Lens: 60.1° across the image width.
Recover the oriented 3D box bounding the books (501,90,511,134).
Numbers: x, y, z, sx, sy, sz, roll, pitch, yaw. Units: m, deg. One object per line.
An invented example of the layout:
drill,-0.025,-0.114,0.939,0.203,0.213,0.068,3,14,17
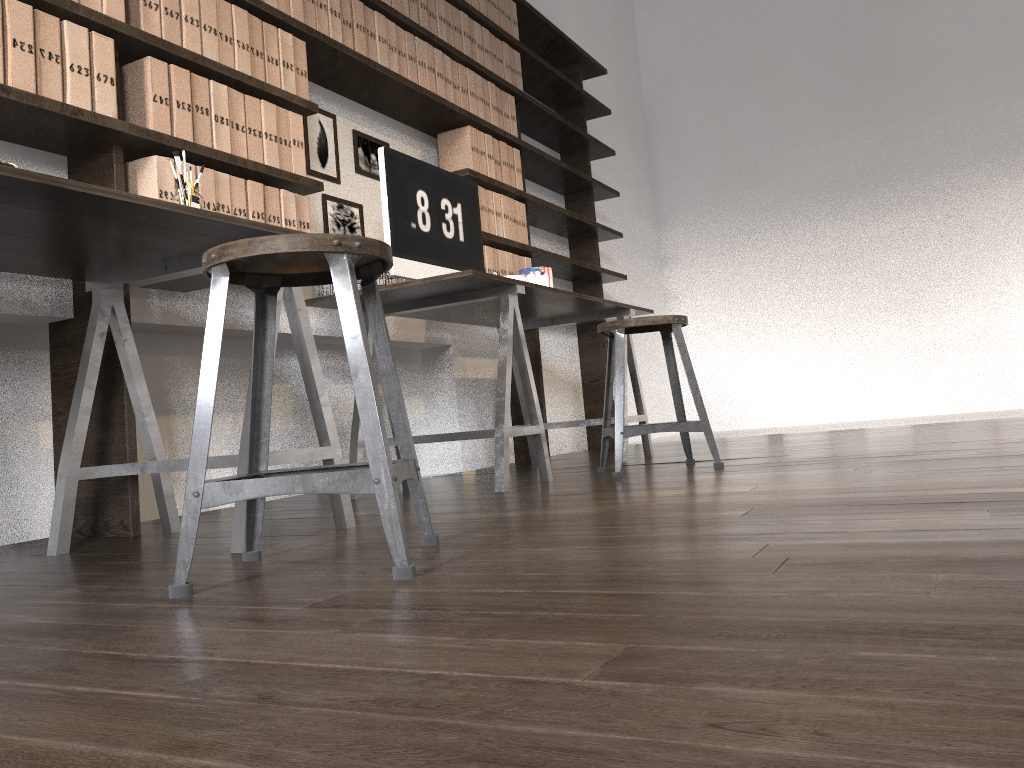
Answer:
books,-0.105,-1.335,4.429,0.174,0.227,0.066,-7,-6,27

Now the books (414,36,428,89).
books,-0.454,-1.333,3.756,0.174,0.226,0.066,-7,-6,27

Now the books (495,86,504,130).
books,-0.138,-1.334,4.366,0.174,0.227,0.066,-7,-6,27

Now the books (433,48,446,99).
books,-0.387,-1.334,3.875,0.174,0.227,0.066,-7,-6,27

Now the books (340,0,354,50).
books,-0.687,-1.331,3.313,0.174,0.227,0.066,-7,-6,27

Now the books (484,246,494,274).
books,-0.171,-0.508,4.073,0.174,0.227,0.067,-7,-6,27

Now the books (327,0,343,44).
books,-0.716,-1.332,3.248,0.174,0.227,0.066,-7,-6,27

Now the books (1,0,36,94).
books,-1.228,-0.784,2.120,0.174,0.227,0.067,-7,-6,27

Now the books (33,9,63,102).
books,-1.199,-0.783,2.189,0.174,0.226,0.066,-7,-6,27

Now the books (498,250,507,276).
books,-0.114,-0.508,4.189,0.174,0.226,0.066,-7,-6,27

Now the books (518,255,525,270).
books,-0.022,-0.508,4.374,0.174,0.227,0.066,-7,-6,27

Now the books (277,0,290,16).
books,-0.846,-1.331,3.005,0.174,0.226,0.066,-7,-6,27

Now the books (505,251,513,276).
books,-0.082,-0.508,4.247,0.174,0.227,0.067,-7,-6,27

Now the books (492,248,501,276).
books,-0.144,-0.508,4.134,0.174,0.226,0.066,-7,-6,27

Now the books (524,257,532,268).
books,0.014,-0.509,4.428,0.174,0.227,0.067,-7,-6,27

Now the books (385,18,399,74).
books,-0.552,-1.332,3.566,0.174,0.227,0.066,-7,-6,27

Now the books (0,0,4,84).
books,-1.267,-0.783,2.057,0.174,0.227,0.066,-7,-6,27

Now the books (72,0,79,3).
books,-1.195,-1.046,2.261,0.174,0.227,0.066,-7,-6,27

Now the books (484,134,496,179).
books,-0.176,-1.058,4.211,0.174,0.227,0.066,-7,-6,27

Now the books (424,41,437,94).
books,-0.420,-1.333,3.811,0.174,0.227,0.067,-7,-6,27

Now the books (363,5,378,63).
books,-0.618,-1.332,3.445,0.174,0.226,0.066,-7,-6,27

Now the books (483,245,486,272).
books,-0.207,-0.507,4.016,0.174,0.227,0.066,-7,-6,27

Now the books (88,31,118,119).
books,-1.125,-0.784,2.323,0.174,0.226,0.066,-7,-6,27

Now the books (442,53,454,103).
books,-0.357,-1.333,3.940,0.174,0.227,0.066,-7,-6,27

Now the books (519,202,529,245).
books,-0.016,-0.785,4.455,0.174,0.227,0.066,-7,-6,27

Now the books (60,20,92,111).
books,-1.159,-0.784,2.253,0.174,0.227,0.067,-7,-6,27

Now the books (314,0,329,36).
books,-0.752,-1.331,3.187,0.174,0.227,0.066,-7,-6,27

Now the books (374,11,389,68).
books,-0.582,-1.333,3.500,0.174,0.227,0.066,-7,-6,27

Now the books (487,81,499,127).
books,-0.164,-1.335,4.304,0.174,0.227,0.067,-7,-6,27

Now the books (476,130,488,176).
books,-0.213,-1.058,4.150,0.174,0.227,0.066,-7,-6,27

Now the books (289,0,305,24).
books,-0.811,-1.331,3.062,0.174,0.227,0.067,-7,-6,27

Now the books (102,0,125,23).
books,-1.128,-1.047,2.379,0.174,0.227,0.067,-7,-6,27

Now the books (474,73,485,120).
books,-0.226,-1.334,4.190,0.174,0.226,0.066,-7,-6,27

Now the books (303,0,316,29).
books,-0.785,-1.331,3.124,0.174,0.227,0.066,-7,-6,27

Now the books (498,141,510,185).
books,-0.108,-1.059,4.340,0.174,0.227,0.067,-7,-6,27

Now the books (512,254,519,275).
books,-0.053,-0.508,4.311,0.174,0.227,0.066,-7,-6,27

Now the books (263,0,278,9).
books,-0.874,-1.331,2.948,0.174,0.226,0.066,-7,-6,27

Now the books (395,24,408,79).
books,-0.523,-1.332,3.630,0.174,0.227,0.066,-7,-6,27

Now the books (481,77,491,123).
books,-0.199,-1.334,4.247,0.174,0.226,0.066,-7,-6,27

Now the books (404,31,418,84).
books,-0.489,-1.333,3.691,0.174,0.227,0.066,-7,-6,27

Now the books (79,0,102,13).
books,-1.165,-1.046,2.324,0.174,0.227,0.066,-7,-6,27

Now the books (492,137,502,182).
books,-0.148,-1.058,4.276,0.174,0.227,0.066,-7,-6,27

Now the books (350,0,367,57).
books,-0.648,-1.332,3.377,0.174,0.227,0.067,-7,-6,27

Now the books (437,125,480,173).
books,-0.245,-1.057,4.087,0.174,0.227,0.066,-7,-6,27

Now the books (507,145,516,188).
books,-0.079,-1.058,4.408,0.174,0.226,0.066,-7,-6,27

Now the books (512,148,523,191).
books,-0.042,-1.059,4.474,0.174,0.226,0.066,-7,-6,27
